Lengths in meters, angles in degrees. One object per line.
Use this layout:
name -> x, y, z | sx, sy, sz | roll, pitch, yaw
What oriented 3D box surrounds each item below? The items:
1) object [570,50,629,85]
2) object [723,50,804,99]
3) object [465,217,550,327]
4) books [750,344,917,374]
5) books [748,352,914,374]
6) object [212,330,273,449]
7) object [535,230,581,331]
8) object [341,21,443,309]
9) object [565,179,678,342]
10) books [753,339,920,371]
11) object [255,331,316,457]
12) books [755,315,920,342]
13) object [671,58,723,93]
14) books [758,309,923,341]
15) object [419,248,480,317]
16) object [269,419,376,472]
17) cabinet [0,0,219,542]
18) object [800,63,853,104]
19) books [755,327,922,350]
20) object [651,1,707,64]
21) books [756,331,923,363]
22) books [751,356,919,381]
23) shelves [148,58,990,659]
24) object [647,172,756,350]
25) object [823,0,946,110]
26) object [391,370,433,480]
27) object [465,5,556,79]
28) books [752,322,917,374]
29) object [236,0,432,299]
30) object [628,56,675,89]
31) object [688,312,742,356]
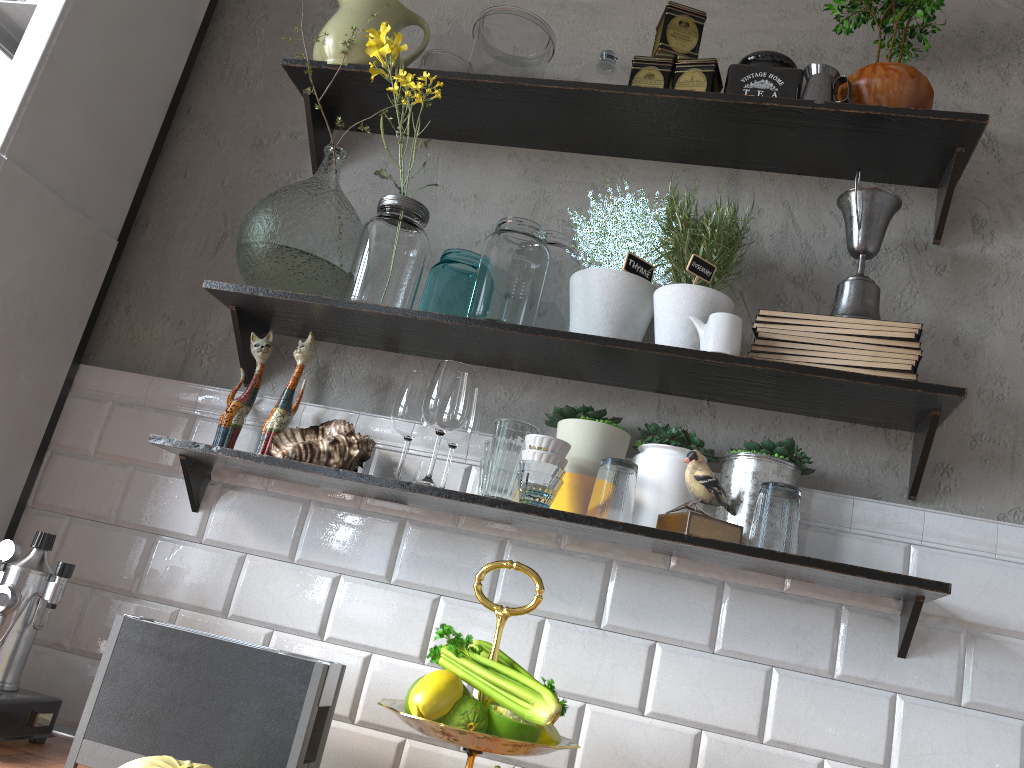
object -> 0.182, -0.595, 1.842 | 0.142, 0.221, 0.137 | 21, -18, -25
object -> 0.483, -0.542, 1.713 | 0.141, 0.174, 0.143 | 9, -17, 14
object -> -0.003, -0.186, 1.589 | 0.122, 0.206, 0.127 | 1, -20, 35
books -> 0.546, -0.020, 1.510 | 0.257, 0.016, 0.159 | 6, -17, 22
books -> 0.544, -0.010, 1.507 | 0.257, 0.016, 0.160 | 5, -17, 25
object -> -0.511, 0.016, 1.684 | 0.054, 0.265, 0.061 | 17, -17, -14
object -> 0.055, -0.162, 1.733 | 0.130, 0.265, 0.133 | 7, -17, 19
object -> -0.230, -0.402, 1.642 | 0.191, 0.541, 0.281 | 11, -16, 6
object -> 0.210, -0.201, 1.654 | 0.240, 0.355, 0.238 | 3, -19, 30
books -> 0.549, -0.030, 1.513 | 0.258, 0.011, 0.159 | 7, -17, 19
object -> -0.413, 0.027, 1.647 | 0.062, 0.265, 0.052 | 26, -21, -38
books -> 0.558, -0.071, 1.525 | 0.257, 0.016, 0.159 | 6, -17, 22
object -> 0.348, -0.547, 1.684 | 0.081, 0.113, 0.084 | 6, -18, 23
books -> 0.560, -0.081, 1.528 | 0.258, 0.011, 0.159 | 7, -17, 19
object -> -0.108, -0.161, 1.695 | 0.124, 0.172, 0.127 | 8, -17, 17
object -> -0.336, 0.105, 1.581 | 0.178, 0.112, 0.095 | 15, -16, -9
cabinet -> -1.242, -0.421, 1.795 | 0.871, 1.926, 0.390 | 9, -17, 13
object -> 0.561, -0.519, 1.586 | 0.092, 0.096, 0.075 | 9, -17, 14
books -> 0.553, -0.051, 1.519 | 0.258, 0.011, 0.159 | 7, -17, 19
object -> 0.320, -0.663, 1.719 | 0.083, 0.113, 0.082 | 15, -16, -6
books -> 0.551, -0.041, 1.516 | 0.258, 0.011, 0.159 | 8, -16, 16
books -> 0.542, 0.000, 1.504 | 0.258, 0.011, 0.159 | 7, -17, 19
shelves -> 0.093, -0.083, 1.602 | 1.304, 0.925, 0.230 | 9, -17, 13
object -> 0.329, -0.208, 1.580 | 0.187, 0.381, 0.166 | 21, -18, -24
object -> 0.721, -0.626, 1.651 | 0.255, 0.398, 0.245 | 0, -20, 37
object -> -0.185, 0.088, 1.604 | 0.082, 0.217, 0.081 | 13, -16, 0
object -> -0.012, -0.635, 1.787 | 0.175, 0.185, 0.168 | 25, -20, -35
books -> 0.556, -0.061, 1.522 | 0.257, 0.016, 0.160 | 5, -17, 25
object -> -0.373, -0.478, 1.740 | 0.338, 0.676, 0.333 | 18, -17, -17
object -> 0.266, -0.559, 1.706 | 0.082, 0.113, 0.083 | 9, -17, 14
object -> 0.346, -0.075, 1.464 | 0.104, 0.071, 0.064 | -2, -22, 42
